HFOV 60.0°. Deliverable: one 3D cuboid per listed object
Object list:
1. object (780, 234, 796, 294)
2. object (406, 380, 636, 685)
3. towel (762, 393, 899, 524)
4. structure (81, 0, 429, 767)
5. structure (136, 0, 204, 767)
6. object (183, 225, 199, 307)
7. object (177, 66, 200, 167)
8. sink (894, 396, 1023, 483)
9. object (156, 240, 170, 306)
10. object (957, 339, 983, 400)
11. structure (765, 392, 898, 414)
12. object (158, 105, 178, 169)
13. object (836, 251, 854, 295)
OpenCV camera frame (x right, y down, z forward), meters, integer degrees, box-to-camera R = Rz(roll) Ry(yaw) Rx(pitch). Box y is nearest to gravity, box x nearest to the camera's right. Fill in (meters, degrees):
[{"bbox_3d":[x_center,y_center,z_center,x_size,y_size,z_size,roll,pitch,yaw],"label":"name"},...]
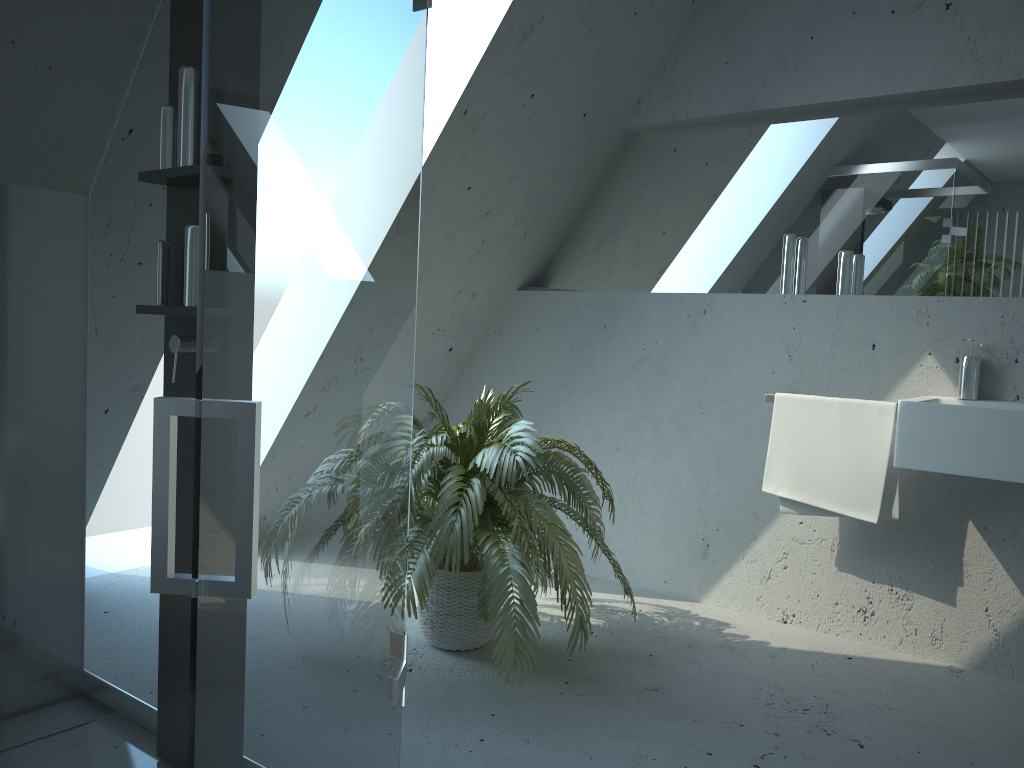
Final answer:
[{"bbox_3d":[1.036,-0.448,3.327,0.045,0.225,0.045,4,4,22],"label":"object"},{"bbox_3d":[-0.150,0.417,2.915,1.132,0.893,1.112,4,4,15],"label":"object"},{"bbox_3d":[1.080,0.258,3.007,0.455,0.429,0.063,6,5,38],"label":"towel"},{"bbox_3d":[-0.786,-0.117,1.384,1.835,2.114,1.184,5,5,38],"label":"structure"},{"bbox_3d":[-0.860,-0.079,1.789,0.250,1.978,0.612,5,5,38],"label":"structure"},{"bbox_3d":[-0.686,-0.255,1.915,0.043,0.175,0.023,3,4,7],"label":"object"},{"bbox_3d":[-0.696,-0.570,1.907,0.043,0.215,0.043,4,4,22],"label":"object"},{"bbox_3d":[1.602,0.196,2.606,0.800,0.526,0.429,5,5,38],"label":"sink"},{"bbox_3d":[-0.783,-0.249,1.990,0.023,0.144,0.043,3,4,4],"label":"object"},{"bbox_3d":[1.482,-0.047,2.870,0.061,0.193,0.076,4,4,26],"label":"object"},{"bbox_3d":[1.144,0.065,3.066,0.480,0.030,0.206,5,5,38],"label":"structure"},{"bbox_3d":[-0.756,-0.540,1.958,0.043,0.144,0.023,1,4,-26],"label":"object"},{"bbox_3d":[1.202,-0.399,3.200,0.052,0.160,0.052,4,4,22],"label":"object"}]
